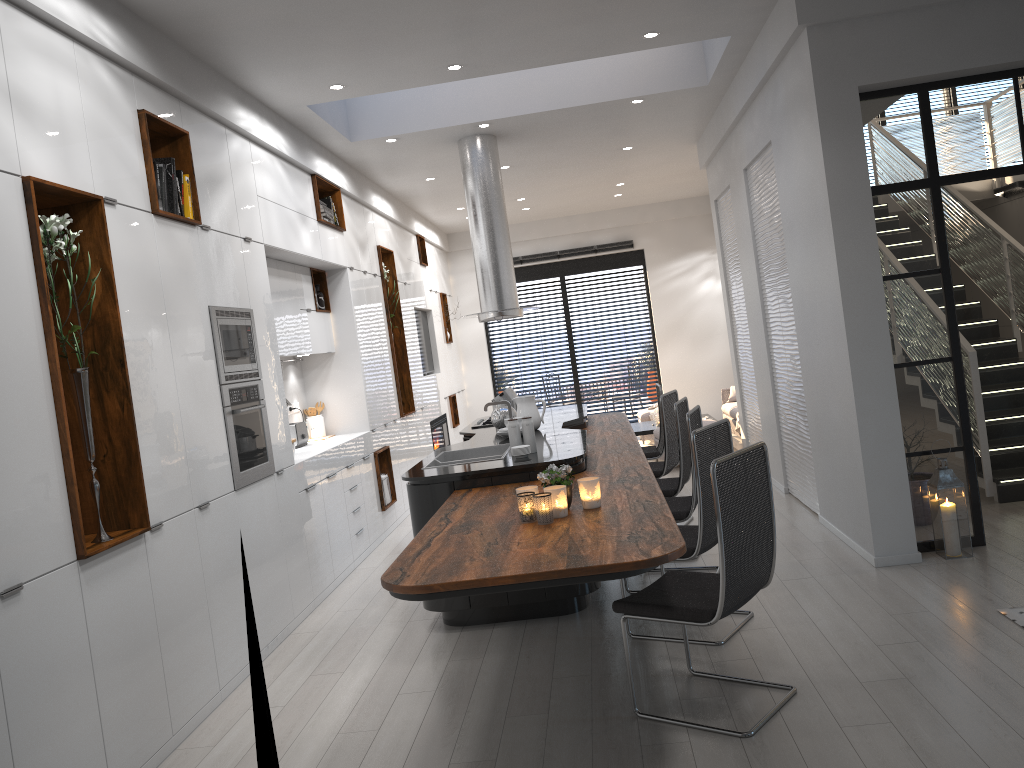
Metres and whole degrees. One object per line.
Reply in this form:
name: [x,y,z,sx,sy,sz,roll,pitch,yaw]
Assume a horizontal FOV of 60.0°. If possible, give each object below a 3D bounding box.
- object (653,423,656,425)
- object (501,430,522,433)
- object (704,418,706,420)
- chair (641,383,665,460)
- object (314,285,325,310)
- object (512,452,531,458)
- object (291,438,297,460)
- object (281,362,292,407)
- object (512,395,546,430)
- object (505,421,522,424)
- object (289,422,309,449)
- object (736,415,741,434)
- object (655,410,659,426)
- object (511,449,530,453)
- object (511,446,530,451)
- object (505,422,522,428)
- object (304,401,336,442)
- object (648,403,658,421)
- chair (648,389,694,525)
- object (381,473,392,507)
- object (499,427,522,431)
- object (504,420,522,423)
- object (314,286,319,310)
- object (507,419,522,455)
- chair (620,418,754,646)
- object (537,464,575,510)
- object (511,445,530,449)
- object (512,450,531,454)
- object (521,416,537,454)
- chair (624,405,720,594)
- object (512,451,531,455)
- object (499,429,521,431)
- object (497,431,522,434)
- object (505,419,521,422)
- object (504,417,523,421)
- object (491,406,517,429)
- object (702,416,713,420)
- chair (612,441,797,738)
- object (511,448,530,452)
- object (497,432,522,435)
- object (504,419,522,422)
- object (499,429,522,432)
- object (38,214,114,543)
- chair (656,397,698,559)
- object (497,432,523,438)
object: [1.812,0.458,10.691,0.334,0.029,0.582,-9,3,-31]
object: [0.022,0.330,6.280,0.229,0.016,0.229,-8,2,2]
object: [2.075,0.444,10.420,0.400,0.010,0.401,-7,3,15]
chair: [1.092,0.539,7.778,0.536,1.018,0.471,-8,1,5]
object: [-1.685,-0.738,7.644,0.123,0.230,0.124,-8,1,7]
object: [0.055,0.407,5.066,0.111,0.023,0.111,-7,3,18]
object: [-1.630,0.469,5.927,0.380,0.148,0.263,-8,2,5]
object: [-1.848,0.007,7.019,0.069,0.389,0.320,-8,2,7]
object: [0.126,0.216,6.548,0.211,0.254,0.183,-6,2,40]
object: [0.017,0.291,6.279,0.138,0.051,0.138,-8,2,-14]
object: [-1.732,0.409,7.046,0.176,0.195,0.260,-8,2,6]
object: [2.833,0.292,9.698,0.722,0.493,0.712,-8,2,2]
object: [1.750,0.397,10.506,0.110,0.183,0.119,-7,1,11]
object: [0.053,0.388,5.066,0.111,0.023,0.111,-7,3,18]
object: [0.051,0.375,5.065,0.111,0.023,0.111,-7,3,18]
object: [0.018,0.297,6.279,0.138,0.051,0.138,-8,2,-14]
object: [-1.684,0.319,7.590,0.220,0.316,0.330,-8,2,5]
object: [2.037,0.388,11.767,0.417,0.355,0.762,-7,2,13]
chair: [1.020,0.591,6.817,0.536,1.018,0.471,-7,1,25]
object: [-1.247,0.939,8.002,0.250,0.323,0.241,-8,2,5]
object: [0.021,0.316,6.279,0.229,0.016,0.229,-8,2,2]
object: [0.017,0.285,6.279,0.138,0.051,0.138,-8,2,-14]
object: [-1.705,-0.748,7.449,0.124,0.275,0.124,-8,1,-7]
object: [0.017,0.307,5.212,0.071,0.219,0.071,-8,1,-31]
chair: [0.827,0.721,4.475,0.536,1.018,0.472,-7,2,35]
object: [0.200,0.443,3.833,0.151,0.206,0.157,-7,2,22]
object: [0.050,0.369,5.065,0.111,0.023,0.111,-7,3,18]
object: [0.053,0.394,5.066,0.111,0.023,0.111,-7,3,18]
object: [0.099,0.296,5.213,0.071,0.219,0.071,-7,1,31]
chair: [0.889,0.676,5.291,0.536,1.018,0.471,-7,1,20]
object: [0.054,0.401,5.066,0.111,0.023,0.111,-7,3,18]
object: [0.021,0.321,6.279,0.229,0.016,0.229,-8,2,2]
object: [0.024,0.341,6.280,0.264,0.033,0.265,-6,3,42]
object: [0.015,0.274,6.279,0.138,0.051,0.138,-8,2,-14]
object: [0.014,0.268,6.279,0.138,0.051,0.138,-8,2,-14]
object: [-0.060,0.266,6.908,0.211,0.174,0.212,-7,2,12]
object: [2.242,0.408,10.468,0.281,0.032,0.534,-7,3,18]
chair: [0.735,0.774,3.542,0.536,1.018,0.472,-7,2,40]
object: [0.052,0.382,5.066,0.111,0.023,0.111,-7,3,18]
object: [0.025,0.347,6.280,0.264,0.033,0.265,-6,3,42]
object: [0.016,0.280,6.279,0.138,0.051,0.138,-8,2,-14]
object: [0.022,0.326,6.280,0.229,0.016,0.229,-8,2,2]
object: [-1.746,-0.029,3.555,0.267,1.341,0.269,-7,1,31]
chair: [0.952,0.636,6.007,0.536,1.018,0.471,-7,1,20]
object: [0.026,0.354,6.280,0.264,0.033,0.265,-6,3,42]
